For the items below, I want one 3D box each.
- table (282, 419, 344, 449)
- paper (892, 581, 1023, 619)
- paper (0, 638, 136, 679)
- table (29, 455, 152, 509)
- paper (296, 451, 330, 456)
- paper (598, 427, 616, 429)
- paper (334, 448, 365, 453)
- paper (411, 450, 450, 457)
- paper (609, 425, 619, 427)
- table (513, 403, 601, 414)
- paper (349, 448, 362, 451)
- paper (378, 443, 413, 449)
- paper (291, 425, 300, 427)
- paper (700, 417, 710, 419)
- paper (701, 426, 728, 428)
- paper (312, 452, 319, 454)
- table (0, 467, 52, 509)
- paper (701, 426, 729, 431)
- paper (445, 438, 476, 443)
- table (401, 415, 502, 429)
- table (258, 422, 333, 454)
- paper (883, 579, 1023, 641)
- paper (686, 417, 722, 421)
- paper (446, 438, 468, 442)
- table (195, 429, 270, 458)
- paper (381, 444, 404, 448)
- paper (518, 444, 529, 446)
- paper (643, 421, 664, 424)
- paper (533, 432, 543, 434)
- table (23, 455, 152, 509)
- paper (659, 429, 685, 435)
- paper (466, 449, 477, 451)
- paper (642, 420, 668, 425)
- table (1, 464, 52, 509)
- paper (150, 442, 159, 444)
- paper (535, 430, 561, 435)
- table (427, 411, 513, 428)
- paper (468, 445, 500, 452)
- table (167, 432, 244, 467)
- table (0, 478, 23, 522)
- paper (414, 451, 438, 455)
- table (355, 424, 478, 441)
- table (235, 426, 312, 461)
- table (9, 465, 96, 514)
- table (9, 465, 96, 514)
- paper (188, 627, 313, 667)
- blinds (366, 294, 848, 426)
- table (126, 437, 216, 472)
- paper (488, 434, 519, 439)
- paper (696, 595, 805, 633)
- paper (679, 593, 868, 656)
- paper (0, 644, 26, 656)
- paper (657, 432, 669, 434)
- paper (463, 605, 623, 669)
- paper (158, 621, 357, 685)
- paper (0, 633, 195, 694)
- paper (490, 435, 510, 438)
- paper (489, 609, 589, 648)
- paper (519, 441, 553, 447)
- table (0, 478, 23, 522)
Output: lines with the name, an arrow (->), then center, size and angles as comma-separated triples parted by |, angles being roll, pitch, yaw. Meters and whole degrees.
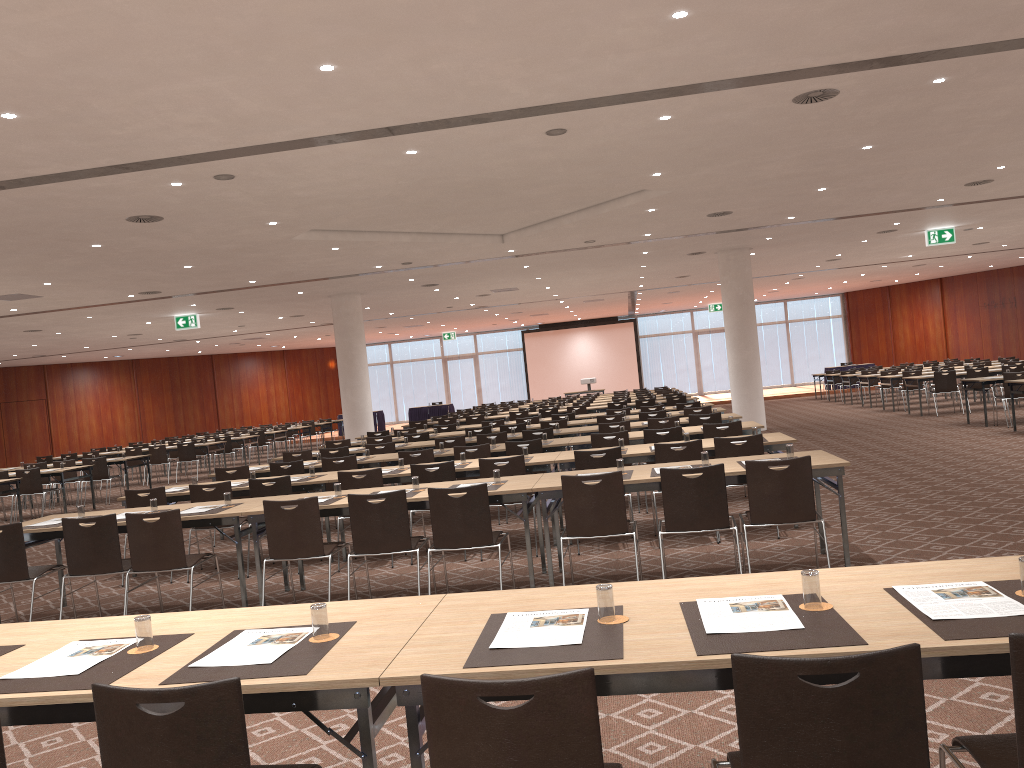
table -> -6.944, 1.778, 31.699 | 2.267, 0.833, 0.953 | -6, 1, 8
paper -> 1.376, 0.662, 2.731 | 0.283, 0.006, 0.398 | -6, 0, 7
paper -> -1.515, 0.947, 3.075 | 0.283, 0.006, 0.398 | -6, 0, 7
table -> -8.707, 2.014, 18.320 | 2.267, 0.833, 0.953 | -6, 1, 8
paper -> -3.021, 1.053, 13.356 | 0.460, 0.003, 0.565 | -6, 0, 7
paper -> 1.469, 0.611, 12.762 | 0.460, 0.003, 0.565 | -6, 0, 8
paper -> -2.387, 0.991, 13.279 | 0.460, 0.003, 0.565 | -6, 0, 8
paper -> -1.046, 0.868, 11.075 | 0.460, 0.003, 0.565 | -6, 0, 9
paper -> 1.405, 0.613, 12.821 | 0.283, 0.006, 0.398 | -6, 0, 6
table -> 1.154, 1.018, 22.541 | 2.267, 0.833, 0.953 | -6, 1, 8
paper -> -2.428, 0.990, 13.343 | 0.283, 0.006, 0.398 | -6, 0, 7
paper -> -1.767, 0.930, 13.191 | 0.460, 0.003, 0.565 | -6, 0, 7
paper -> -7.250, 1.398, 29.547 | 0.460, 0.003, 0.565 | -6, 0, 5
paper -> 2.702, 0.485, 12.668 | 0.283, 0.006, 0.398 | -6, 0, 9
paper -> 2.440, 0.520, 10.671 | 0.283, 0.006, 0.398 | -6, 0, 5
paper -> -3.049, 1.052, 13.432 | 0.283, 0.006, 0.398 | -6, 0, 8
table -> -10.946, 2.234, 18.621 | 2.267, 0.833, 0.953 | -6, 1, 8
paper -> 2.498, 0.519, 10.609 | 0.460, 0.003, 0.565 | -6, 0, 11
paper -> -0.774, 0.832, 13.057 | 0.460, 0.003, 0.565 | -6, 0, 9
table -> -1.347, 1.273, 20.860 | 2.267, 0.833, 0.953 | -6, 1, 8
table -> -7.205, 1.813, 29.717 | 2.267, 0.833, 0.953 | -6, 1, 8
paper -> 1.424, 0.662, 2.634 | 0.460, 0.003, 0.565 | -6, 0, 7
paper -> 2.715, 0.488, 12.572 | 0.460, 0.003, 0.565 | -6, 0, 6
paper -> -0.836, 0.834, 13.147 | 0.283, 0.006, 0.398 | -6, 0, 9
table -> -9.444, 2.034, 30.018 | 2.267, 0.833, 0.953 | -6, 1, 8
paper -> -1.801, 0.929, 13.241 | 0.283, 0.006, 0.398 | -6, 0, 8
paper -> 0.173, 0.744, 10.959 | 0.283, 0.006, 0.398 | -6, 0, 7
paper -> 2.040, 0.551, 12.733 | 0.283, 0.006, 0.398 | -6, 0, 5
paper -> 0.434, 0.709, 12.958 | 0.283, 0.006, 0.398 | -6, 0, 8
table -> -8.707, 2.014, 18.320 | 2.267, 0.833, 0.953 | -6, 1, 8
paper -> 1.838, 0.584, 10.687 | 0.460, 0.003, 0.565 | -6, 0, 9
paper -> -0.462, 0.806, 11.061 | 0.283, 0.006, 0.398 | -6, 0, 7
paper -> 2.085, 0.550, 12.669 | 0.460, 0.003, 0.565 | -6, 0, 7
table -> -10.946, 2.234, 18.621 | 2.267, 0.833, 0.953 | -6, 1, 8
paper -> -10.658, 1.752, 25.985 | 0.460, 0.003, 0.565 | -6, 0, 9
paper -> 0.480, 0.708, 12.888 | 0.460, 0.003, 0.565 | -6, 0, 6
table -> -1.086, 1.238, 22.842 | 2.267, 0.833, 0.953 | -6, 1, 8
paper -> -0.418, 0.806, 11.011 | 0.460, 0.003, 0.565 | -6, 0, 10
table -> -9.706, 2.068, 28.036 | 2.267, 0.833, 0.953 | -6, 1, 8
table -> -9.229, 2.084, 14.356 | 2.267, 0.833, 0.953 | -6, 1, 8
paper -> -1.079, 0.867, 11.160 | 0.283, 0.006, 0.398 | -6, 0, 7
table -> -1.804, 1.334, 17.392 | 2.267, 0.833, 0.953 | -6, 1, 8
table -> -7.466, 1.848, 27.735 | 2.267, 0.833, 0.953 | -6, 1, 8
table -> -8.968, 2.049, 16.338 | 2.267, 0.833, 0.953 | -6, 1, 8
table -> -8.968, 2.049, 16.338 | 2.267, 0.833, 0.953 | -6, 1, 8
paper -> -0.859, 0.882, 2.991 | 0.283, 0.006, 0.398 | -6, 0, 10
blinds -> 3.279, -0.900, 40.110 | 22.855, 3.817, 0.115 | -6, 1, 8
table -> -9.967, 2.103, 26.054 | 2.267, 0.833, 0.953 | -6, 1, 8
paper -> -0.144, 0.770, 12.947 | 0.460, 0.003, 0.565 | -6, 0, 8
paper -> 0.742, 0.724, 2.809 | 0.283, 0.006, 0.398 | -6, 0, 8
paper -> 0.769, 0.726, 2.714 | 0.460, 0.003, 0.565 | -6, 0, 6
paper -> -2.100, 1.009, 3.093 | 0.460, 0.003, 0.565 | -6, 0, 9
paper -> 1.793, 0.584, 10.746 | 0.283, 0.006, 0.398 | -6, 0, 5
paper -> 0.120, 0.790, 2.801 | 0.460, 0.003, 0.565 | -6, 0, 7
paper -> -0.813, 0.882, 2.935 | 0.460, 0.003, 0.565 | -6, 0, 5
paper -> -1.432, 0.943, 3.008 | 0.460, 0.003, 0.565 | -6, 0, 8
paper -> -0.178, 0.769, 13.035 | 0.283, 0.006, 0.398 | -6, 0, 6
paper -> 0.097, 0.788, 2.874 | 0.283, 0.006, 0.398 | -6, 0, 8
paper -> 0.252, 0.740, 10.913 | 0.460, 0.003, 0.565 | -6, 0, 10
table -> -9.229, 2.084, 14.356 | 2.267, 0.833, 0.953 | -6, 1, 8
